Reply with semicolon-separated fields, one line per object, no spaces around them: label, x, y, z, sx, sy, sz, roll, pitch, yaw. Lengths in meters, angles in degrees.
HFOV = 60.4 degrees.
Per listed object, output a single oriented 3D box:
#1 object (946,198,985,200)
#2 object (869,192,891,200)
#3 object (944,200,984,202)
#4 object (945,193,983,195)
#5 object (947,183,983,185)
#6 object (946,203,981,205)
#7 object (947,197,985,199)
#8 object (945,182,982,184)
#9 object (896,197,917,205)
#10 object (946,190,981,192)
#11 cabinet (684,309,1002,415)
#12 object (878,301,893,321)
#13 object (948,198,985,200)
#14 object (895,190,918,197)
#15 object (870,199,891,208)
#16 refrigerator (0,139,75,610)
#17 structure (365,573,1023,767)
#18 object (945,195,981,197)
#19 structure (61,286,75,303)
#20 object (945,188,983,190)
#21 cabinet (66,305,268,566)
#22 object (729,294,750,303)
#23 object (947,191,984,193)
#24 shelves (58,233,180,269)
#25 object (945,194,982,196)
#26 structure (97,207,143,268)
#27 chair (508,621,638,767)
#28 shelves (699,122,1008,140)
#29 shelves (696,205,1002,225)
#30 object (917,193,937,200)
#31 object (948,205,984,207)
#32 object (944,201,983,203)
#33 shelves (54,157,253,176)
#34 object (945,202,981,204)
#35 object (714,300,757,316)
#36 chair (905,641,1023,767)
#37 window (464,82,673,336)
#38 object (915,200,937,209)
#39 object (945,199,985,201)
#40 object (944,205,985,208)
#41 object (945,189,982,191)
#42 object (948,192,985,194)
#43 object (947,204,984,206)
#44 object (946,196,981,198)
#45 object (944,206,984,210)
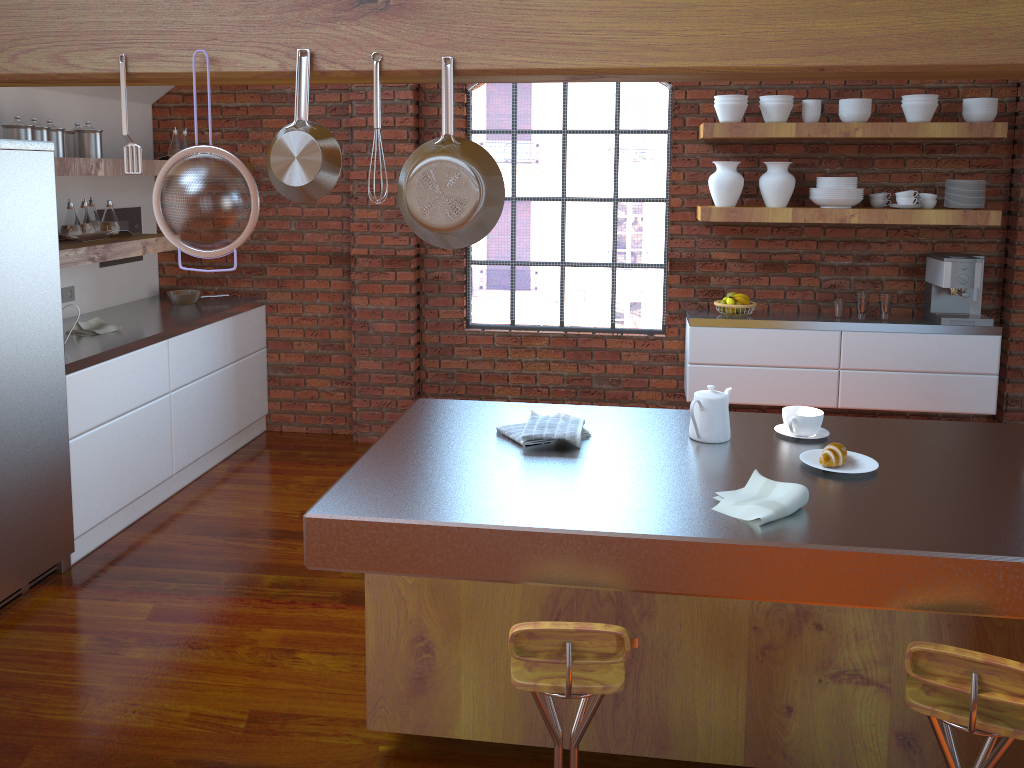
object;2.431;-0.987;4.728;0.195;0.013;0.198;7;15;24
object;2.039;-1.037;4.898;0.092;0.057;0.102;-5;13;-23
object;2.431;-0.978;4.729;0.195;0.013;0.198;7;15;24
object;2.431;-1.014;4.725;0.195;0.013;0.198;7;15;24
object;2.431;-1.069;4.718;0.195;0.013;0.198;7;15;24
object;2.431;-0.964;4.731;0.195;0.013;0.198;7;15;24
object;2.431;-0.996;4.727;0.195;0.013;0.198;7;15;24
object;2.431;-1.073;4.718;0.195;0.013;0.198;7;15;24
object;2.116;-0.981;4.733;0.092;0.046;0.101;1;12;2
object;2.431;-1.032;4.723;0.195;0.013;0.198;7;15;24
cabinet;1.805;-0.139;4.944;1.622;0.468;0.343;2;9;8
object;2.043;-0.398;4.820;0.078;0.102;0.079;4;10;20
object;2.431;-0.992;4.727;0.195;0.013;0.198;7;15;24
object;2.110;-1.012;4.728;0.092;0.057;0.102;-1;12;-8
object;2.044;-1.006;4.905;0.092;0.046;0.101;-2;13;-12
refrigerator;-2.216;-0.004;3.192;0.782;1.746;0.927;1;8;8
structure;1.155;0.737;2.315;3.119;0.754;1.043;2;11;8
object;2.431;-1.005;4.726;0.195;0.013;0.198;7;15;24
structure;-2.402;-0.476;4.705;0.033;0.078;0.163;1;12;8
object;2.431;-1.041;4.722;0.195;0.013;0.198;7;15;24
cabinet;-2.050;0.118;4.680;0.711;0.803;2.024;2;13;8
object;1.294;-0.470;4.944;0.185;0.083;0.067;-12;15;-43
object;2.431;-1.027;4.723;0.195;0.013;0.198;7;15;24
shelves;-2.135;-0.634;4.132;0.654;0.075;1.088;2;14;8
object;2.431;-1.010;4.725;0.195;0.013;0.198;7;15;24
structure;-2.319;-0.877;5.220;0.013;0.329;0.466;1;11;8
chair;0.120;0.826;1.948;0.338;0.739;0.344;1;8;3
shelves;1.813;-1.378;4.800;1.536;0.075;0.344;2;13;8
shelves;1.810;-0.933;4.851;1.536;0.075;0.344;2;13;8
object;2.269;-1.014;4.811;0.100;0.057;0.093;8;14;31
object;2.431;-0.955;4.732;0.195;0.013;0.198;7;15;24
object;2.431;-0.973;4.729;0.195;0.013;0.198;7;15;24
shelves;-2.070;-1.116;4.537;0.654;0.075;2.018;2;14;8
object;2.431;-0.968;4.730;0.195;0.013;0.198;7;15;24
object;1.265;-0.427;4.987;0.237;0.070;0.239;-9;16;-34
chair;0.944;0.859;1.833;0.339;0.739;0.342;4;9;27
window;3.913;-1.318;7.117;17.415;9.773;3.689;0;8;-2
object;2.266;-0.982;4.809;0.100;0.046;0.093;11;16;41
object;2.431;-0.982;4.728;0.195;0.013;0.198;7;15;24
object;2.431;-0.951;4.732;0.195;0.013;0.198;7;15;24
object;2.431;-1.036;4.722;0.195;0.013;0.198;7;15;24
object;2.431;-1.023;4.724;0.195;0.013;0.198;7;15;24
object;2.431;-0.960;4.731;0.195;0.013;0.198;7;15;24
object;2.431;-1.000;4.726;0.195;0.013;0.198;7;15;24
object;2.431;-0.946;4.733;0.195;0.013;0.198;7;15;24
